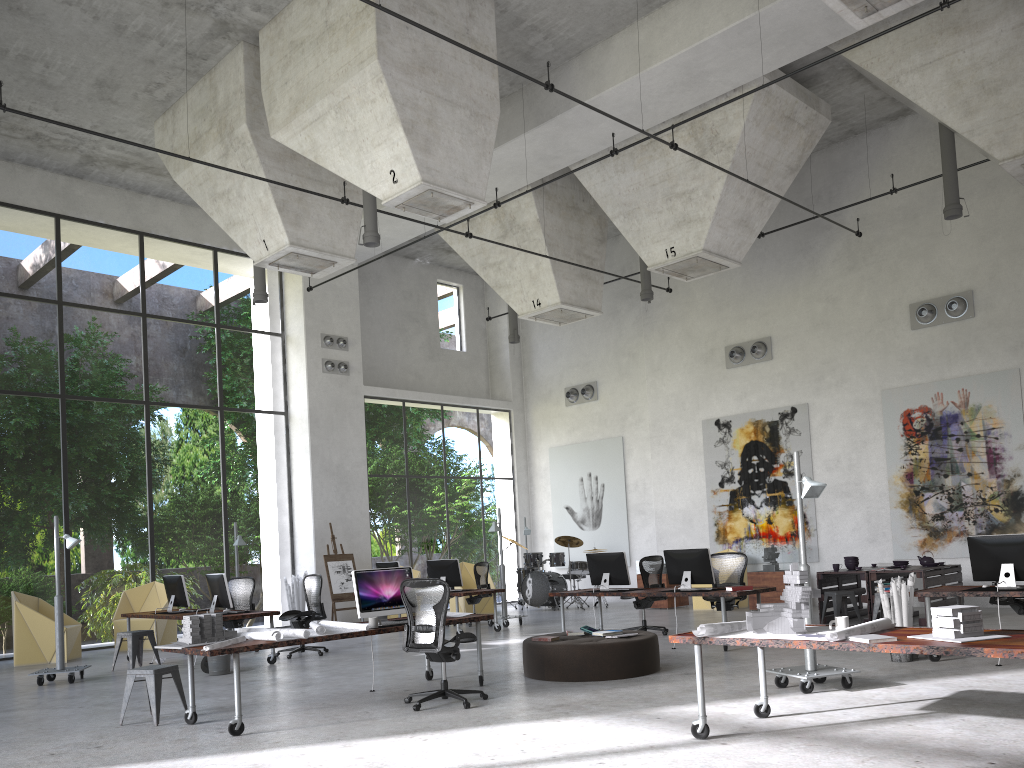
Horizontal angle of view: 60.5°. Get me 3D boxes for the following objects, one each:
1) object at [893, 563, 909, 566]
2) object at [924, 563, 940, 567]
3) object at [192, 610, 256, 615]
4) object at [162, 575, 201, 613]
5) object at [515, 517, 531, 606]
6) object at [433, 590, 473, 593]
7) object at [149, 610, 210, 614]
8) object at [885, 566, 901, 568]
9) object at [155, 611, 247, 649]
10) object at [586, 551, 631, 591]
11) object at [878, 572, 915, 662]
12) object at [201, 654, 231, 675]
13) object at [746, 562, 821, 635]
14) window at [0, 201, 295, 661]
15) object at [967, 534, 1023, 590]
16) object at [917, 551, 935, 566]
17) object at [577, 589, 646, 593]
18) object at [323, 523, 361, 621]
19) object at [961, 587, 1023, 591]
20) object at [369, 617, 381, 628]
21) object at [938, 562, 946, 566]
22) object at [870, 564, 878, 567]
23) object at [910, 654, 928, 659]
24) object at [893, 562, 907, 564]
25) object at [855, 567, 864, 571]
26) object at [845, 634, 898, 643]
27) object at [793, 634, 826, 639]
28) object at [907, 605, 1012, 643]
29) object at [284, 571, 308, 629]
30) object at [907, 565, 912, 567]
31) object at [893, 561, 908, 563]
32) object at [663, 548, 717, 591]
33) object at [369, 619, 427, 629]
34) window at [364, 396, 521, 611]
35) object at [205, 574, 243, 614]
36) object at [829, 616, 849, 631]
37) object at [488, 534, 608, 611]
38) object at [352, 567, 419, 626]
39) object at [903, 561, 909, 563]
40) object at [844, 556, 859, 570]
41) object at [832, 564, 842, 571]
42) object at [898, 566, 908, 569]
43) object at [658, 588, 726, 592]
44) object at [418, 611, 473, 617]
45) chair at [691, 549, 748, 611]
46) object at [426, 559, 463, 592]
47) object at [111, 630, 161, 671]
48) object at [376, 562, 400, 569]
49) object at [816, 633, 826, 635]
[{"bbox_3d":[5.967,2.777,13.471,0.229,0.047,0.232,-4,-10,4],"label":"object"},{"bbox_3d":[6.295,2.707,13.154,0.230,0.047,0.231,-7,-11,22],"label":"object"},{"bbox_3d":[-3.995,3.198,12.239,0.689,0.008,0.859,5,-13,-38],"label":"object"},{"bbox_3d":[-4.990,3.156,13.243,0.378,0.548,0.722,2,-9,-43],"label":"object"},{"bbox_3d":[0.371,4.337,21.527,0.579,2.134,0.602,-3,-3,-10],"label":"object"},{"bbox_3d":[-1.097,3.588,15.174,0.856,0.008,0.692,-11,-13,36],"label":"object"},{"bbox_3d":[-4.971,3.436,13.231,0.690,0.008,0.858,7,-14,-42],"label":"object"},{"bbox_3d":[5.764,2.775,13.289,0.236,0.019,0.235,-12,-14,40],"label":"object"},{"bbox_3d":[-2.720,2.153,7.804,0.437,0.302,0.741,-9,-11,34],"label":"object"},{"bbox_3d":[1.429,2.687,12.609,0.378,0.548,0.722,2,-9,-43],"label":"object"},{"bbox_3d":[4.084,2.454,9.244,0.319,0.929,0.345,-1,-4,-27],"label":"object"},{"bbox_3d":[-3.789,3.573,11.274,0.401,0.295,0.296,-9,-9,38],"label":"object"},{"bbox_3d":[1.876,1.501,6.093,0.360,0.516,0.500,-2,-7,-9],"label":"object"},{"bbox_3d":[-6.865,0.981,16.595,5.974,7.781,0.068,3,-6,-45],"label":"window"},{"bbox_3d":[5.069,1.801,8.924,0.378,0.548,0.722,2,-9,-43],"label":"object"},{"bbox_3d":[6.336,2.670,13.423,0.220,0.230,0.212,-9,-9,43],"label":"object"},{"bbox_3d":[1.448,2.968,12.597,0.690,0.008,0.858,7,-14,-42],"label":"object"},{"bbox_3d":[-3.493,3.853,17.744,0.694,2.126,0.690,0,-5,-44],"label":"object"},{"bbox_3d":[5.087,2.082,8.911,0.690,0.008,0.858,7,-14,-42],"label":"object"},{"bbox_3d":[-1.310,2.285,8.419,0.122,0.099,0.089,-1,-7,-16],"label":"object"},{"bbox_3d":[6.490,2.716,13.266,0.116,0.056,0.139,-4,-10,6],"label":"object"},{"bbox_3d":[5.785,2.894,14.016,0.137,0.056,0.118,2,-11,-29],"label":"object"},{"bbox_3d":[4.272,2.790,9.432,0.397,0.296,0.299,-3,-7,-1],"label":"object"},{"bbox_3d":[5.968,2.762,13.470,0.230,0.062,0.230,-12,-13,40],"label":"object"},{"bbox_3d":[5.214,2.770,13.183,0.117,0.056,0.139,-8,-11,30],"label":"object"},{"bbox_3d":[2.220,1.574,5.428,0.200,0.023,0.239,-1,-11,-14],"label":"object"},{"bbox_3d":[1.965,1.654,5.755,0.134,0.008,0.206,4,-13,-32],"label":"object"},{"bbox_3d":[2.709,1.450,5.348,0.389,0.180,0.423,0,-10,-19],"label":"object"},{"bbox_3d":[-4.300,4.354,17.608,0.442,1.199,0.414,-5,-4,23],"label":"object"},{"bbox_3d":[5.970,2.798,13.471,0.297,0.024,0.298,-7,-11,22],"label":"object"},{"bbox_3d":[5.962,2.738,13.477,0.230,0.057,0.231,7,-14,-44],"label":"object"},{"bbox_3d":[2.389,2.454,11.638,0.378,0.548,0.722,2,-9,-43],"label":"object"},{"bbox_3d":[-1.205,2.404,8.798,0.851,0.008,0.695,7,-14,-43],"label":"object"},{"bbox_3d":[-1.530,2.884,20.711,4.574,4.849,0.020,3,-6,-45],"label":"window"},{"bbox_3d":[-4.014,2.918,12.252,0.377,0.547,0.723,1,-9,-38],"label":"object"},{"bbox_3d":[2.231,1.635,5.974,0.122,0.099,0.089,-1,-7,-16],"label":"object"},{"bbox_3d":[0.887,4.239,20.068,2.990,1.727,1.894,-8,-8,29],"label":"object"},{"bbox_3d":[-1.221,2.124,8.815,0.716,0.548,0.381,4,-9,-43],"label":"object"},{"bbox_3d":[5.968,2.749,13.475,0.231,0.062,0.229,-12,-13,40],"label":"object"},{"bbox_3d":[5.225,2.754,13.511,0.214,0.212,0.195,3,-9,-44],"label":"object"},{"bbox_3d":[4.934,2.785,13.327,0.130,0.108,0.101,-9,-8,36],"label":"object"},{"bbox_3d":[5.678,2.665,12.759,0.138,0.056,0.117,-7,-10,20],"label":"object"},{"bbox_3d":[2.408,2.734,11.625,0.690,0.008,0.858,7,-14,-42],"label":"object"},{"bbox_3d":[-0.719,2.410,9.254,0.471,0.085,0.441,6,-14,-41],"label":"object"},{"bbox_3d":[4.060,3.824,17.193,0.989,1.159,0.936,-9,-8,43],"label":"chair"},{"bbox_3d":[-1.115,3.307,15.186,0.720,0.548,0.378,-9,-8,36],"label":"object"},{"bbox_3d":[-5.267,3.732,12.305,0.459,0.527,0.478,-7,-7,30],"label":"object"},{"bbox_3d":[-2.204,3.572,16.288,0.378,0.548,0.722,2,-9,-43],"label":"object"},{"bbox_3d":[2.082,1.662,5.836,0.127,0.010,0.011,-9,-9,31],"label":"object"}]
